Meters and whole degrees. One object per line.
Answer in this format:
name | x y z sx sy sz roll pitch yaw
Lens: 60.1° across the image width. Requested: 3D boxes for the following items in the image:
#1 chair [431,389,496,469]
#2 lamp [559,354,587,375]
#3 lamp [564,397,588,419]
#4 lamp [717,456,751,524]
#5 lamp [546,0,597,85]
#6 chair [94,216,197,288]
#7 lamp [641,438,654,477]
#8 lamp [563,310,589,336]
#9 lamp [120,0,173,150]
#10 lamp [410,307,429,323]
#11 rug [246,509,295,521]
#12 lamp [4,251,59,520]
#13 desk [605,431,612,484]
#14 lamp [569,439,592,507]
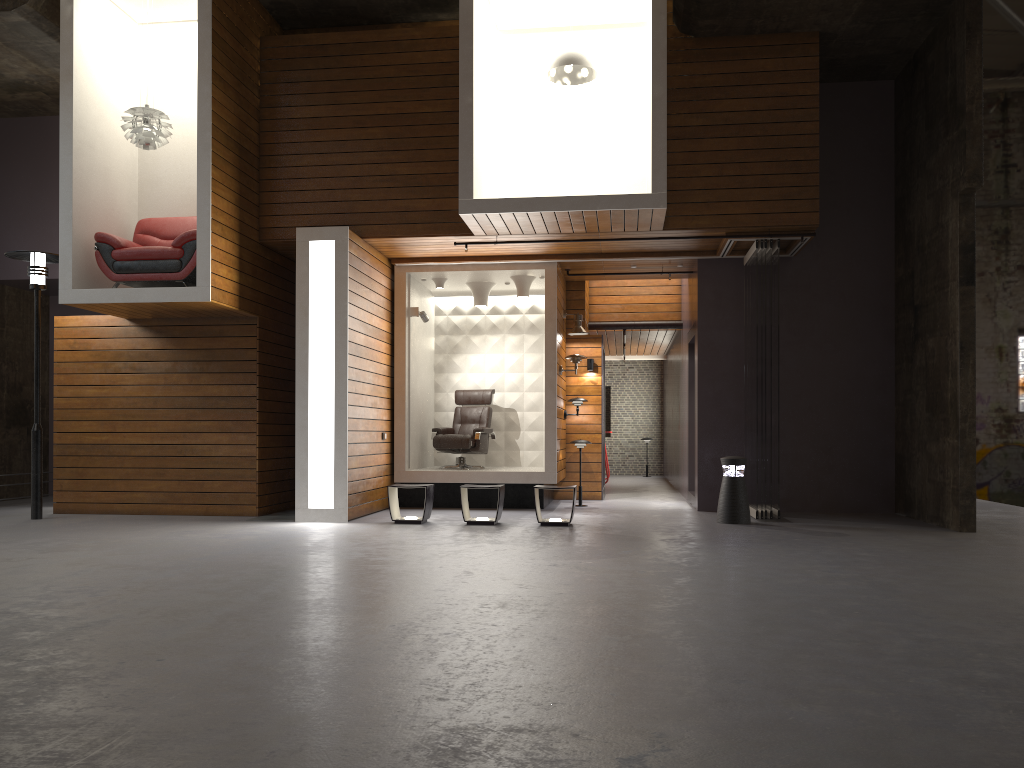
chair | -0.637 0.591 11.853 0.755 1.071 0.825 0 -2 22
lamp | 0.774 -0.246 11.148 0.351 0.271 0.288 0 -2 7
lamp | 0.872 0.326 12.028 0.326 0.297 0.288 0 -2 7
lamp | 2.318 1.101 9.265 0.348 0.696 0.348 0 -1 13
lamp | 0.623 -3.703 9.215 0.530 0.986 0.530 0 -1 20
chair | -3.639 -1.396 9.406 1.200 0.937 0.954 0 -2 7
lamp | 2.938 1.589 19.268 0.287 0.862 0.288 0 -1 4
lamp | 0.864 -0.832 11.895 0.346 0.331 0.295 0 -2 9
lamp | -3.730 -3.303 9.058 0.512 1.773 0.488 0 -1 -29
lamp | -1.150 -0.866 11.084 0.249 0.188 0.129 1 -2 -24
rug | -2.467 1.486 10.130 0.540 0.014 1.580 0 -3 7
lamp | -5.103 0.055 9.523 0.630 2.946 0.630 1 -1 -42
desk | 1.494 1.407 17.055 0.844 0.984 1.718 0 -3 7
lamp | 0.877 1.135 11.352 0.287 0.862 0.288 0 -1 -7
